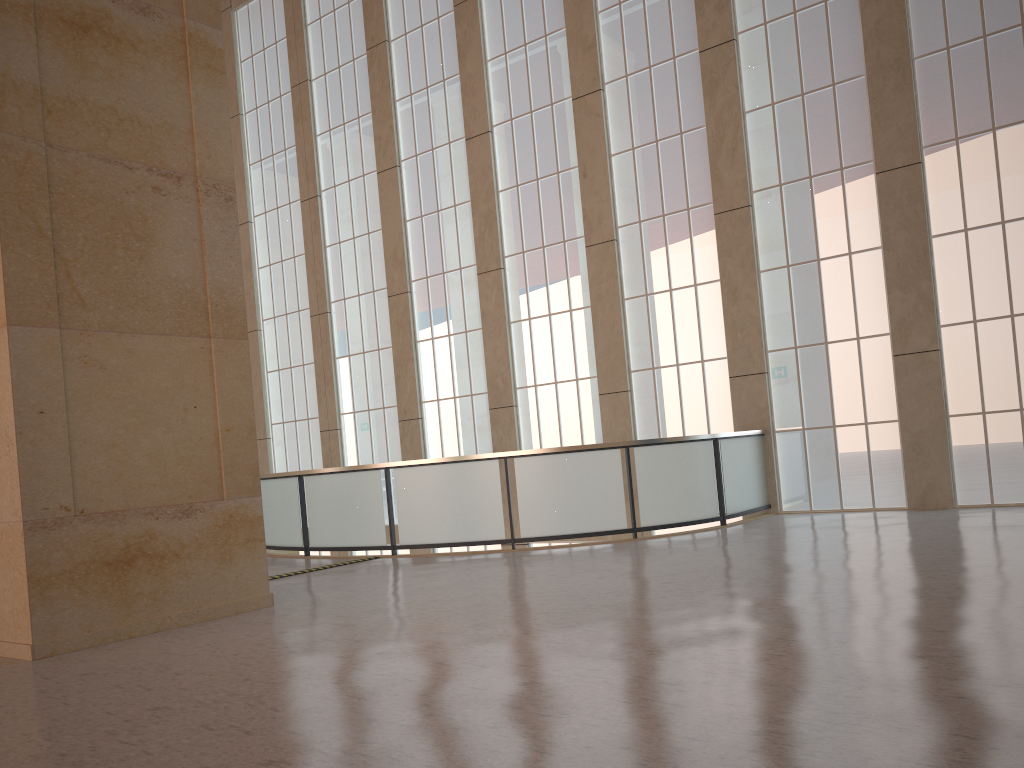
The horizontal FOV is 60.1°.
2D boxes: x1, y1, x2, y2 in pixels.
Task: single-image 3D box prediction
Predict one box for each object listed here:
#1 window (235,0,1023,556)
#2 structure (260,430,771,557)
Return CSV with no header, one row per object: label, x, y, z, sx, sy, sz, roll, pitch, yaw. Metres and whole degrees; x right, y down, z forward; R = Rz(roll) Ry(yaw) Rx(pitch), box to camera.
window,-51.448,8.182,61.662,165.466,28.624,0.010,-9,-3,37
structure,-1.560,2.513,19.099,13.112,1.792,5.245,-7,-5,27
